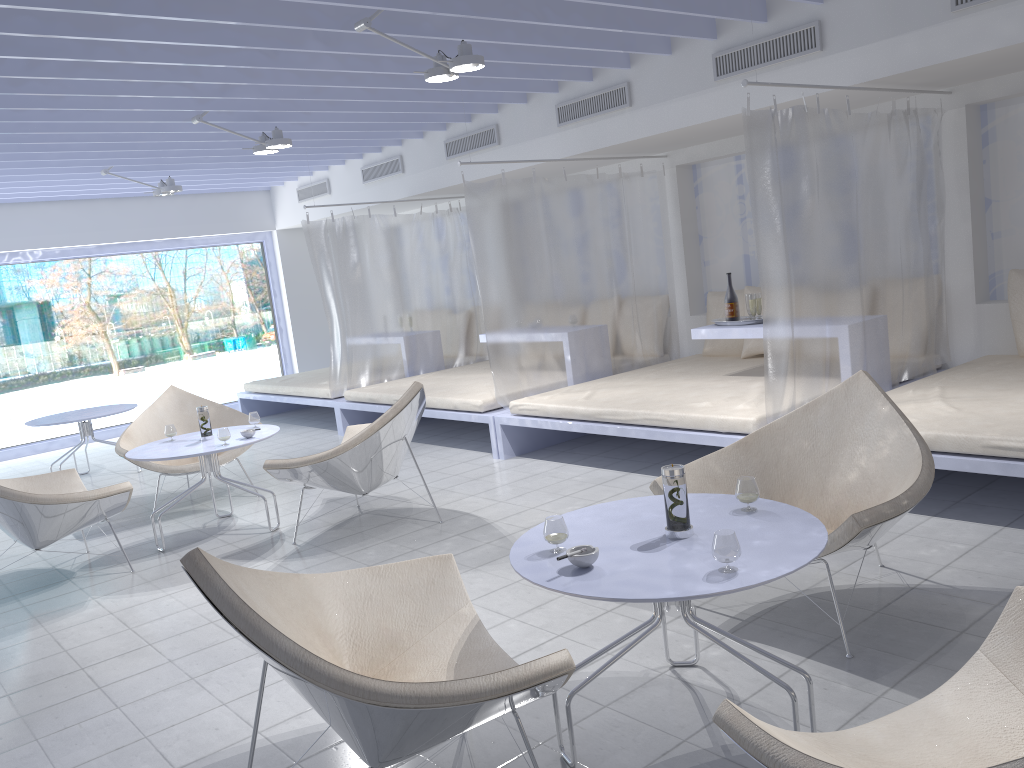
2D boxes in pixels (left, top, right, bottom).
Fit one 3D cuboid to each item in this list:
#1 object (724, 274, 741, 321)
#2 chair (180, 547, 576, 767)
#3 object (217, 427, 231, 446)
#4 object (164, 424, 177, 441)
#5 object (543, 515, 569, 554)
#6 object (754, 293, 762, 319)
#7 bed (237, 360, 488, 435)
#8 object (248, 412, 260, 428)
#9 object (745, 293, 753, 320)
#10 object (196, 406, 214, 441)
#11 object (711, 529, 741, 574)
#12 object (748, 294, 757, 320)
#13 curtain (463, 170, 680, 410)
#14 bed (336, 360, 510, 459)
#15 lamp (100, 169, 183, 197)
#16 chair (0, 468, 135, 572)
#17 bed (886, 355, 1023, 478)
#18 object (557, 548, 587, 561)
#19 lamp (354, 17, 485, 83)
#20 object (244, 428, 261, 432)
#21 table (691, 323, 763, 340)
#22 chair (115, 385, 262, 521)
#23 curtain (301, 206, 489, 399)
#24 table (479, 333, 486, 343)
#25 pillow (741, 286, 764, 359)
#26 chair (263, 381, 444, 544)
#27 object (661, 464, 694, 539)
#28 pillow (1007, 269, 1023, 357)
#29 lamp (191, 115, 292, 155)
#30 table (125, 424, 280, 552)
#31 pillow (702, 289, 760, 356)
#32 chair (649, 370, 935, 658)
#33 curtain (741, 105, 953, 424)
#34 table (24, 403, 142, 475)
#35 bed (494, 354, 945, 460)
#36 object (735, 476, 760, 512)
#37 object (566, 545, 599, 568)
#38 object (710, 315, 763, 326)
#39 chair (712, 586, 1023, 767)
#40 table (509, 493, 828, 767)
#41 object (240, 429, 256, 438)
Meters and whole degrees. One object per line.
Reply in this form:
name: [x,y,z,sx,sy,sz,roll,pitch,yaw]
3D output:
object: [1.369,-0.543,5.547,0.092,0.302,0.092,-5,8,19]
chair: [-0.360,0.686,2.161,0.753,0.759,0.906,-10,8,-21]
object: [-1.528,0.278,4.710,0.068,0.091,0.068,-9,8,-10]
object: [-1.957,0.280,5.086,0.068,0.091,0.068,-9,8,-16]
object: [0.117,0.397,2.346,0.068,0.091,0.068,0,10,41]
object: [1.510,-0.470,5.430,0.059,0.174,0.059,-4,8,19]
bed: [-1.434,0.028,9.163,2.022,0.422,2.200,-13,10,-38]
object: [-1.505,0.210,5.180,0.068,0.091,0.068,0,11,43]
object: [1.469,-0.472,5.481,0.059,0.174,0.059,-4,8,19]
object: [-1.722,0.217,4.969,0.075,0.189,0.075,0,11,43]
object: [0.498,0.389,2.061,0.068,0.091,0.068,0,10,41]
object: [1.465,-0.458,5.386,0.059,0.174,0.059,-4,8,19]
curtain: [0.537,-0.736,6.458,1.998,1.559,0.125,-14,10,-40]
bed: [-0.050,0.088,7.441,2.016,0.427,2.200,-13,10,-38]
lamp: [-3.108,-1.695,7.422,0.587,0.218,0.380,-13,10,-38]
chair: [-2.424,0.631,4.438,0.753,0.759,0.906,-14,11,-43]
bed: [2.742,0.209,4.022,2.016,0.427,2.200,-13,10,-38]
object: [0.148,0.420,2.186,0.098,0.016,0.012,-13,10,-39]
lamp: [-0.453,-1.580,4.170,0.587,0.218,0.380,-13,10,-38]
object: [-1.411,0.252,4.821,0.098,0.016,0.012,-5,8,17]
table: [1.641,-0.145,5.297,0.416,0.450,1.065,-13,10,-38]
chair: [-2.143,0.398,5.875,0.906,0.759,0.753,-11,9,-28]
curtain: [-0.899,-0.810,8.148,2.050,1.552,0.151,-13,10,-38]
table: [0.252,-0.205,6.998,0.416,0.450,1.065,-13,10,-38]
pillow: [1.912,-0.456,6.360,0.537,0.527,0.233,-2,9,31]
chair: [-0.756,0.379,4.744,0.753,0.759,0.906,-4,8,21]
object: [0.434,0.310,2.346,0.075,0.185,0.075,-5,8,14]
pillow: [3.079,-0.403,4.989,0.231,0.510,0.572,-13,10,-39]
lamp: [-1.774,-1.637,5.788,0.587,0.218,0.380,-13,10,-38]
table: [-1.683,0.578,4.984,0.823,0.534,0.825,0,11,42]
pillow: [1.662,-0.450,6.713,0.230,0.521,0.524,-13,10,-36]
chair: [1.054,0.380,3.092,0.753,0.759,0.906,-13,9,-34]
curtain: [1.894,-0.689,4.728,2.050,1.552,0.151,-13,10,-38]
table: [-3.391,0.500,7.105,0.825,0.534,0.823,-6,8,8]
bed: [1.358,0.148,5.743,2.022,0.422,2.200,-13,10,-38]
object: [0.662,0.309,2.491,0.068,0.091,0.068,0,10,41]
object: [0.177,0.434,2.205,0.082,0.043,0.082,-13,10,-37]
object: [1.422,-0.391,5.505,0.275,0.031,0.429,-13,10,-37]
chair: [0.914,0.622,1.460,0.906,0.759,0.753,-11,9,-24]
table: [0.435,0.670,2.388,0.823,0.534,0.825,-3,9,28]
object: [-1.437,0.273,4.838,0.082,0.043,0.082,-4,8,19]
